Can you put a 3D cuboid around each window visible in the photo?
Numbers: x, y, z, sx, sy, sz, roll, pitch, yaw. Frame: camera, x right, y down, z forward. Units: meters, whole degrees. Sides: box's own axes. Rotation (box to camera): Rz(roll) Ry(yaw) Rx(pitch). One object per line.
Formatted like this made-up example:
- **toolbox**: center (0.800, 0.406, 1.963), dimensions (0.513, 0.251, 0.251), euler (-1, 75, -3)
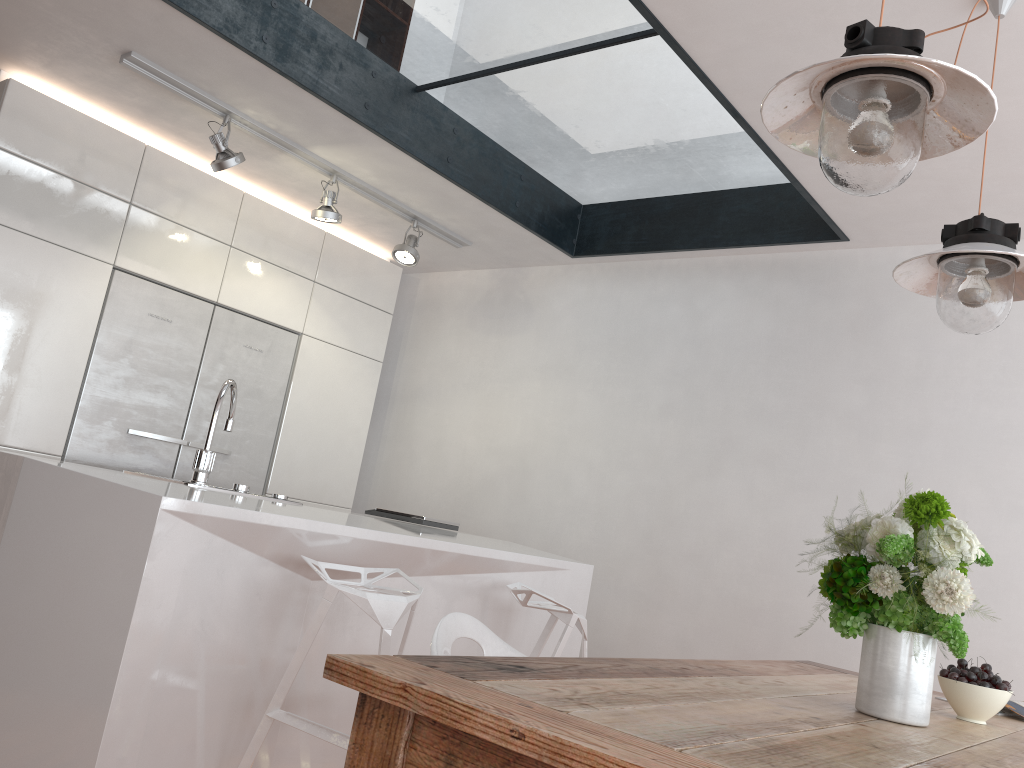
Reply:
- **window**: center (0.160, -1.289, 3.506), dimensions (1.546, 0.035, 2.700), euler (3, -12, 39)

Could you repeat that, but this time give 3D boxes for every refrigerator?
- **refrigerator**: center (-1.707, 0.464, 4.458), dimensions (0.142, 1.811, 1.119), euler (3, -12, 39)

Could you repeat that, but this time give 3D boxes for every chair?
- **chair**: center (-0.473, 0.931, 2.615), dimensions (0.492, 0.765, 0.428), euler (18, -12, -40)
- **chair**: center (0.007, 0.975, 2.191), dimensions (0.505, 0.710, 0.577), euler (5, -11, 29)
- **chair**: center (0.129, 1.152, 3.255), dimensions (0.428, 0.765, 0.492), euler (11, -9, -5)

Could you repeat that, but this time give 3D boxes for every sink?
- **sink**: center (-1.081, 0.276, 3.300), dimensions (0.459, 0.570, 0.492), euler (3, -12, 39)

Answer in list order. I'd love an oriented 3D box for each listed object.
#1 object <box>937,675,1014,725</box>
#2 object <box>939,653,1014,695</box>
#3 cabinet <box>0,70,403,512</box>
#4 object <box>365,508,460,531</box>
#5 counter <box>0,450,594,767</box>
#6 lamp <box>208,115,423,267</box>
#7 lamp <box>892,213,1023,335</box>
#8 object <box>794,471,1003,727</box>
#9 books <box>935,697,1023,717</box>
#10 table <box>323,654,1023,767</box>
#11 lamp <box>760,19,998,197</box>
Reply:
- **object**: center (0.989, 0.682, 1.904), dimensions (0.146, 0.079, 0.146), euler (19, -12, -41)
- **object**: center (0.999, 0.633, 1.912), dimensions (0.141, 0.095, 0.159), euler (6, -10, 25)
- **cabinet**: center (-1.997, 0.114, 4.802), dimensions (0.946, 2.506, 2.404), euler (3, -12, 39)
- **object**: center (-0.450, 0.611, 4.027), dimensions (0.325, 0.036, 0.298), euler (5, -11, 29)
- **counter**: center (-0.773, 0.922, 3.324), dimensions (0.956, 0.903, 2.289), euler (3, -12, 39)
- **lamp**: center (-0.905, -0.899, 4.270), dimensions (0.154, 0.254, 1.324), euler (3, -12, 39)
- **lamp**: center (1.121, -0.268, 2.141), dimensions (0.372, 0.306, 0.372), euler (10, -9, 1)
- **object**: center (0.732, 0.400, 1.733), dimensions (0.371, 0.476, 0.432), euler (12, -9, -8)
- **books**: center (1.241, 0.804, 2.210), dimensions (0.218, 0.035, 0.267), euler (17, -11, -35)
- **table**: center (0.626, 0.983, 1.602), dimensions (0.969, 0.735, 1.910), euler (3, -12, 39)
- **lamp**: center (0.616, -0.469, 1.510), dimensions (0.372, 0.306, 0.372), euler (4, -11, 34)
